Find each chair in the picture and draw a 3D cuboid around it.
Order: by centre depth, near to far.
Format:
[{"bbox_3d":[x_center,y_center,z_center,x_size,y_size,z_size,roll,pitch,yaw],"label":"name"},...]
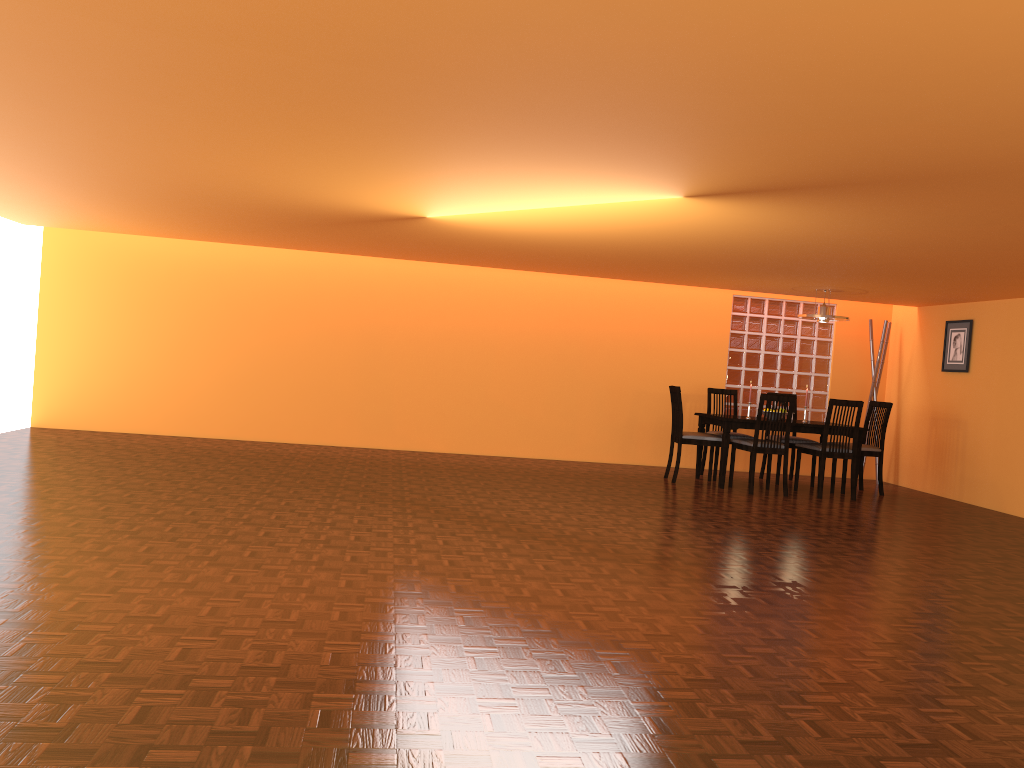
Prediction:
[{"bbox_3d":[2.033,0.479,7.185,0.373,0.809,0.465,4,1,-8],"label":"chair"},{"bbox_3d":[2.602,0.521,7.264,0.373,0.809,0.465,4,1,-8],"label":"chair"},{"bbox_3d":[1.545,0.434,7.501,0.465,0.809,0.373,4,1,-3],"label":"chair"},{"bbox_3d":[2.991,0.541,7.695,0.465,0.809,0.373,4,1,-13],"label":"chair"},{"bbox_3d":[1.930,0.453,7.943,0.373,0.809,0.465,4,1,-8],"label":"chair"},{"bbox_3d":[2.500,0.495,8.023,0.373,0.809,0.465,4,1,-8],"label":"chair"}]

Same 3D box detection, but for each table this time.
[{"bbox_3d":[2.255,0.600,7.576,1.259,0.584,0.697,4,1,-8],"label":"table"}]

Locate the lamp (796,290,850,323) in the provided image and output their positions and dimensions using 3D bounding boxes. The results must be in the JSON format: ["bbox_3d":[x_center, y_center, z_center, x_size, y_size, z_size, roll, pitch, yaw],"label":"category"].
[{"bbox_3d":[2.670,-0.666,7.590,0.435,0.274,0.435,5,1,14],"label":"lamp"}]

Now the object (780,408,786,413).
[{"bbox_3d":[2.312,0.239,7.587,0.069,0.066,0.069,4,1,2],"label":"object"}]

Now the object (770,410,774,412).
[{"bbox_3d":[2.208,0.245,7.505,0.046,0.046,0.055,3,2,-45],"label":"object"}]

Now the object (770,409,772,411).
[{"bbox_3d":[2.208,0.251,7.601,0.087,0.076,0.089,4,1,-2],"label":"object"}]

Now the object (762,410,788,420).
[{"bbox_3d":[2.238,0.270,7.575,0.337,0.072,0.337,3,2,-42],"label":"object"}]

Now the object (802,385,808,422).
[{"bbox_3d":[2.524,0.164,7.614,0.044,0.326,0.044,4,1,-19],"label":"object"}]

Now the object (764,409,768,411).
[{"bbox_3d":[2.161,0.230,7.521,0.055,0.046,0.046,4,2,-25],"label":"object"}]

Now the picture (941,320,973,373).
[{"bbox_3d":[3.900,-0.331,7.774,0.014,0.456,0.361,4,1,-8],"label":"picture"}]

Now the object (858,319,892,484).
[{"bbox_3d":[3.499,0.172,8.557,0.226,1.589,0.308,5,1,14],"label":"object"}]

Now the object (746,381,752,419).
[{"bbox_3d":[2.001,0.127,7.455,0.044,0.326,0.044,4,1,-19],"label":"object"}]

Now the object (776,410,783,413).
[{"bbox_3d":[2.267,0.251,7.521,0.066,0.070,0.055,4,2,-27],"label":"object"}]
